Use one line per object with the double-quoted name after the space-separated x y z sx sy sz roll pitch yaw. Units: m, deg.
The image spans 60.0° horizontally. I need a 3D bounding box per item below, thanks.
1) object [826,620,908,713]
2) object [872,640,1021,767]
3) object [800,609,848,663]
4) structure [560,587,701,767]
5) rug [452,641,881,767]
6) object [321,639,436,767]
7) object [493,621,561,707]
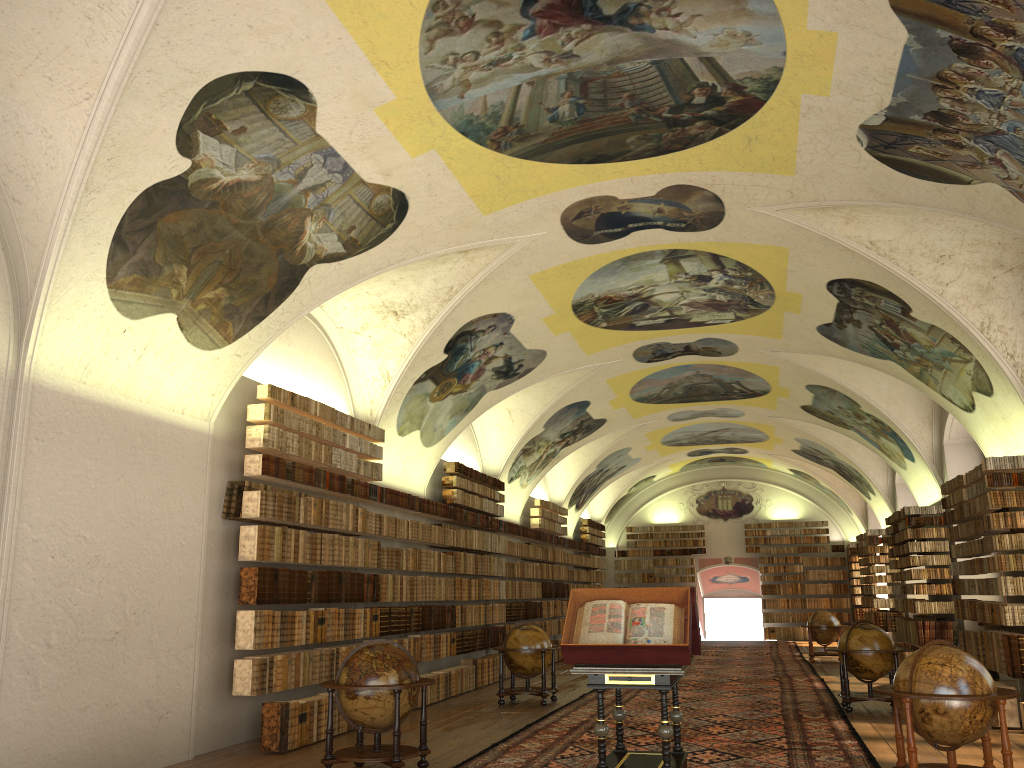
5.918 4.669 14.737 1.280 1.442 1.283 5 -14 -22 "object"
4.134 3.178 8.421 1.281 1.442 1.282 9 -16 -36 "object"
8.826 7.100 25.038 1.280 1.442 1.283 7 -15 -31 "object"
1.334 3.173 9.391 1.245 1.973 1.899 -4 -13 15 "structure"
4.144 6.296 18.558 4.705 0.064 37.051 -4 -14 15 "rug"
-1.497 3.603 9.924 1.280 1.442 1.283 5 -14 -22 "object"
0.286 5.094 16.241 1.281 1.442 1.282 9 -16 -36 "object"
